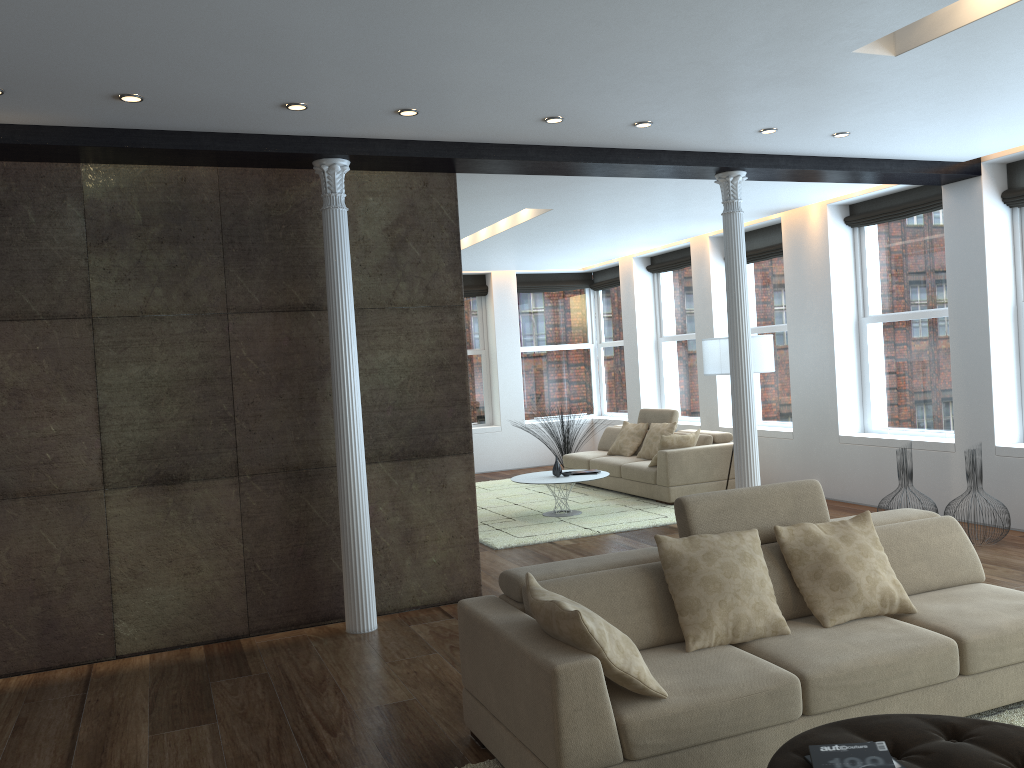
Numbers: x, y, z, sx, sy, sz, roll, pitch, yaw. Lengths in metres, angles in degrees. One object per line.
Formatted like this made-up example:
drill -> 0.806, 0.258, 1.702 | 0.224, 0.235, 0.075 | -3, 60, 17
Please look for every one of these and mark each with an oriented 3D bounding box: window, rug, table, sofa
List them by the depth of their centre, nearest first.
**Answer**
rug -> 2.060, 1.391, 2.787 | 4.231, 0.020, 2.972 | -4, 1, -22
sofa -> 1.140, 0.960, 3.834 | 2.581, 0.950, 1.021 | -4, 1, -22
window -> 4.491, -0.634, 6.730 | 0.123, 2.400, 1.432 | -4, 1, -22
window -> 3.811, -0.627, 8.409 | 0.123, 2.400, 1.391 | -4, 1, -22
table -> 0.508, 1.149, 9.171 | 1.022, 0.393, 1.022 | -3, 1, 22
rug -> 0.443, 1.338, 10.174 | 2.972, 0.020, 4.231 | -4, 1, -22
window -> 3.035, -0.618, 10.326 | 0.123, 2.400, 1.345 | -4, 1, -22
sofa -> 1.592, 0.792, 10.621 | 1.018, 0.950, 2.581 | -4, 1, -22
window -> 2.361, -0.611, 11.990 | 0.123, 2.400, 1.444 | -4, 1, -22
window -> -1.021, -0.433, 13.421 | 1.420, 2.400, 0.123 | -4, 1, -22
window -> 0.689, -0.552, 14.106 | 1.474, 2.400, 0.123 | -4, 1, -22
window -> 5.106, -0.372, 21.700 | 34.761, 17.917, 13.698 | -4, 1, -22

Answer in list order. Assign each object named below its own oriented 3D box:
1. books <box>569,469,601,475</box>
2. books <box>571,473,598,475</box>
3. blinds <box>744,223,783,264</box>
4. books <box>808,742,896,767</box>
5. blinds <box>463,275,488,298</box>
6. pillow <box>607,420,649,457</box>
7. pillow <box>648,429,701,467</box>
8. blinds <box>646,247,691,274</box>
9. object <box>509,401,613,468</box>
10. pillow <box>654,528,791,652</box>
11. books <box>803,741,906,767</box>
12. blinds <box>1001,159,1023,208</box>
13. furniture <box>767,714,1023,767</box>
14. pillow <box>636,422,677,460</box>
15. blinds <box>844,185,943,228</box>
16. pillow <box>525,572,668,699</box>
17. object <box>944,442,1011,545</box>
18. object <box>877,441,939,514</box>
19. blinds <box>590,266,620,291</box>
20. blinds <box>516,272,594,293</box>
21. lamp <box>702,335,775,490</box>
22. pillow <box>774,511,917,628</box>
books -> 0.760, 0.919, 9.281 | 0.300, 0.010, 0.220 | -4, 1, -7
books -> 0.755, 0.930, 9.257 | 0.300, 0.010, 0.220 | -3, 1, 13
blinds -> 2.915, -1.627, 10.283 | 0.156, 0.393, 1.342 | -4, 1, -22
books -> 0.968, 1.091, 2.508 | 0.220, 0.040, 0.301 | -3, 1, 13
blinds -> -1.050, -1.461, 13.312 | 1.422, 0.363, 0.156 | -4, 1, -22
pillow -> 1.445, 0.675, 10.961 | 0.368, 0.416, 0.519 | -4, 1, -27
pillow -> 1.758, 0.695, 9.594 | 0.518, 0.393, 0.395 | -4, 1, -25
blinds -> 2.239, -1.679, 11.942 | 0.156, 0.275, 1.442 | -4, 1, -22
object -> 0.713, 0.763, 12.220 | 1.119, 1.014, 1.125 | -4, 1, -36
pillow -> 0.892, 0.847, 3.749 | 0.534, 0.439, 0.301 | -4, 1, -18
books -> 0.994, 1.097, 2.503 | 0.219, 0.031, 0.300 | -4, 1, -7
blinds -> 4.357, -1.641, 6.680 | 0.183, 0.395, 1.431 | -4, 1, -22
furniture -> 1.242, 1.261, 2.431 | 1.057, 0.355, 1.057 | -4, 1, -20
pillow -> 1.691, 0.661, 10.387 | 0.301, 0.439, 0.534 | -4, 1, -26
blinds -> 3.687, -1.694, 8.365 | 0.156, 0.275, 1.396 | -4, 1, -22
pillow -> 0.280, 0.917, 3.244 | 0.395, 0.393, 0.518 | -4, 1, -19
object -> 3.563, 0.834, 6.822 | 0.458, 0.781, 0.458 | -4, 1, -23
object -> 3.187, 0.850, 7.172 | 0.458, 0.781, 0.458 | -4, 1, -23
blinds -> 1.559, -1.646, 13.626 | 0.156, 0.327, 1.377 | -4, 1, -22
blinds -> 0.643, -1.605, 13.998 | 1.442, 0.312, 0.155 | -4, 1, -22
lamp -> 2.321, 0.388, 8.954 | 0.698, 1.728, 0.698 | -3, 1, 2
pillow -> 1.475, 0.817, 3.972 | 0.519, 0.416, 0.368 | -4, 1, -17
